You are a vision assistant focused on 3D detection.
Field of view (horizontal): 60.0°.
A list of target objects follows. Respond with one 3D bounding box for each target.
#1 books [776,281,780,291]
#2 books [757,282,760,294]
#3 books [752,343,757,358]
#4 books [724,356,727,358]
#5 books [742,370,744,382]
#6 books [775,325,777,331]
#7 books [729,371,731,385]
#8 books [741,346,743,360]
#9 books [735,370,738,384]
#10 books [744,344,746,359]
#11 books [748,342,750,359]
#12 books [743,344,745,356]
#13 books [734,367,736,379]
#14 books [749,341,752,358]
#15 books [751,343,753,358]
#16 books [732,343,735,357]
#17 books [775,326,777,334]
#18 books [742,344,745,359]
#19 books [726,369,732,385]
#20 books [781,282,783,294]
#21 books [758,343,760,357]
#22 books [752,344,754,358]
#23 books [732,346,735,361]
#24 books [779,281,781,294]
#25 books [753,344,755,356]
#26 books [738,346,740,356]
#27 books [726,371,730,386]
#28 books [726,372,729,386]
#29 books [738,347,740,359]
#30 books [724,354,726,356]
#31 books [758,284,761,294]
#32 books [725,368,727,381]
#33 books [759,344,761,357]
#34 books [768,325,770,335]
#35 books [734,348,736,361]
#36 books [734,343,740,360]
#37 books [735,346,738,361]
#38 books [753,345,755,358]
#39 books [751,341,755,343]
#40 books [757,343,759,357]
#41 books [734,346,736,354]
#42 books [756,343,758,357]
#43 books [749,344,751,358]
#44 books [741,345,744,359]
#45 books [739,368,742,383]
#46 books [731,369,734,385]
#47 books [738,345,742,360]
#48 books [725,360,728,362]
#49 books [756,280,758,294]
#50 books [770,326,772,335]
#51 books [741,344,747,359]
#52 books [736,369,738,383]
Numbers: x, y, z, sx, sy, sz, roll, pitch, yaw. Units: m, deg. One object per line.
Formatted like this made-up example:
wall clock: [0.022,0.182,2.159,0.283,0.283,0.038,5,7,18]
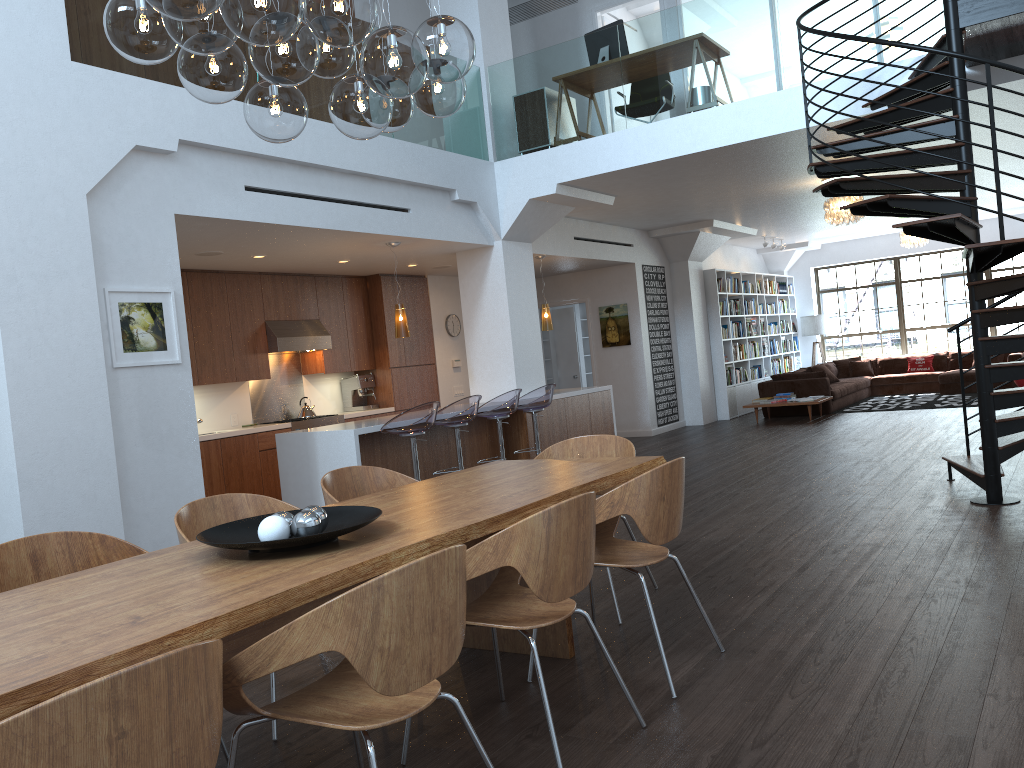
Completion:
books: [5.072,-1.842,17.132,0.183,0.253,0.042,-5,2,33]
books: [4.360,-1.731,16.000,0.174,0.236,0.136,-5,2,32]
books: [4.197,-0.586,15.581,0.183,0.253,0.034,-5,2,32]
books: [3.370,-0.429,14.363,0.174,0.032,0.254,-5,2,28]
books: [3.813,-0.140,14.983,0.168,0.231,0.045,-5,2,33]
books: [4.947,-1.021,16.763,0.120,0.167,0.020,-5,2,33]
books: [3.472,-0.087,14.403,0.161,0.223,0.032,-5,2,33]
books: [3.804,-0.520,14.996,0.168,0.231,0.037,-5,2,33]
books: [3.641,-0.111,14.676,0.161,0.223,0.032,-5,2,33]
books: [3.901,-0.544,15.140,0.160,0.250,0.026,-5,2,33]
books: [3.995,-0.574,15.296,0.198,0.284,0.066,-5,2,32]
books: [3.861,-0.539,15.079,0.183,0.253,0.034,-5,2,33]
books: [3.585,-0.135,14.625,0.198,0.284,0.049,-5,2,33]
books: [4.061,-0.586,15.384,0.176,0.290,0.053,-5,2,32]
books: [4.087,-0.571,15.421,0.183,0.253,0.034,-5,2,32]
books: [3.606,-0.525,14.655,0.140,0.298,0.044,-5,2,33]
books: [4.929,-1.012,16.730,0.110,0.153,0.019,-5,2,33]
books: [3.846,-0.537,15.049,0.183,0.253,0.034,-5,2,33]
books: [3.478,-0.104,14.441,0.183,0.253,0.042,-5,2,33]
books: [5.172,-1.856,17.275,0.183,0.253,0.042,-5,2,33]
books: [4.305,-0.595,15.773,0.174,0.240,0.045,-5,2,32]
books: [4.108,-0.573,15.447,0.183,0.253,0.034,-5,2,32]
books: [3.566,-0.495,14.622,0.189,0.247,0.057,-5,2,33]
books: [5.101,-1.846,17.165,0.183,0.253,0.042,-5,2,33]
books: [4.167,-0.575,15.554,0.174,0.240,0.045,-5,2,32]
books: [3.736,-0.516,14.923,0.174,0.240,0.045,-5,2,33]
books: [3.426,-0.089,14.341,0.174,0.240,0.054,-5,2,33]
books: [3.403,-0.078,14.306,0.161,0.223,0.032,-5,2,33]
books: [3.733,-0.506,14.883,0.161,0.223,0.026,-5,2,33]
books: [3.370,-0.458,14.365,0.144,0.025,0.204,-5,2,23]
books: [4.398,-1.721,16.042,0.161,0.207,0.130,-5,2,32]
books: [3.347,-0.102,14.255,0.198,0.284,0.049,-5,2,33]
books: [4.341,-0.595,15.829,0.168,0.231,0.037,-5,2,32]
books: [4.677,-0.990,16.357,0.128,0.178,0.020,-5,2,33]
books: [3.631,-0.483,14.698,0.144,0.207,0.048,-5,2,33]
books: [3.707,-0.537,14.850,0.176,0.290,0.053,-5,2,33]
books: [3.667,-0.509,14.780,0.171,0.246,0.057,-5,2,33]
books: [4.155,-0.565,15.521,0.161,0.223,0.027,-5,2,32]
books: [4.206,-0.606,15.614,0.176,0.290,0.036,-5,2,32]
books: [4.283,-0.598,15.740,0.183,0.253,0.034,-5,2,32]
books: [3.639,-0.502,14.742,0.159,0.241,0.038,-5,2,33]
books: [4.235,-0.594,15.654,0.180,0.259,0.060,-5,2,32]
books: [4.033,-0.561,15.327,0.160,0.250,0.026,-5,2,32]
books: [3.825,-0.534,15.023,0.183,0.253,0.034,-5,2,33]
books: [3.759,-0.140,14.871,0.171,0.246,0.039,-5,2,33]
books: [3.523,-0.110,14.510,0.180,0.251,0.048,-5,2,33]
books: [3.782,-0.525,14.953,0.171,0.246,0.057,-5,2,33]
books: [3.381,-0.363,14.367,0.197,0.035,0.284,-5,2,23]
books: [4.313,-1.733,15.926,0.183,0.253,0.042,-5,2,33]
books: [4.749,-0.994,16.455,0.120,0.167,0.019,-5,2,33]
books: [3.920,-0.548,15.163,0.183,0.253,0.034,-5,2,33]
books: [3.656,-0.118,14.718,0.176,0.231,0.053,-5,2,33]
